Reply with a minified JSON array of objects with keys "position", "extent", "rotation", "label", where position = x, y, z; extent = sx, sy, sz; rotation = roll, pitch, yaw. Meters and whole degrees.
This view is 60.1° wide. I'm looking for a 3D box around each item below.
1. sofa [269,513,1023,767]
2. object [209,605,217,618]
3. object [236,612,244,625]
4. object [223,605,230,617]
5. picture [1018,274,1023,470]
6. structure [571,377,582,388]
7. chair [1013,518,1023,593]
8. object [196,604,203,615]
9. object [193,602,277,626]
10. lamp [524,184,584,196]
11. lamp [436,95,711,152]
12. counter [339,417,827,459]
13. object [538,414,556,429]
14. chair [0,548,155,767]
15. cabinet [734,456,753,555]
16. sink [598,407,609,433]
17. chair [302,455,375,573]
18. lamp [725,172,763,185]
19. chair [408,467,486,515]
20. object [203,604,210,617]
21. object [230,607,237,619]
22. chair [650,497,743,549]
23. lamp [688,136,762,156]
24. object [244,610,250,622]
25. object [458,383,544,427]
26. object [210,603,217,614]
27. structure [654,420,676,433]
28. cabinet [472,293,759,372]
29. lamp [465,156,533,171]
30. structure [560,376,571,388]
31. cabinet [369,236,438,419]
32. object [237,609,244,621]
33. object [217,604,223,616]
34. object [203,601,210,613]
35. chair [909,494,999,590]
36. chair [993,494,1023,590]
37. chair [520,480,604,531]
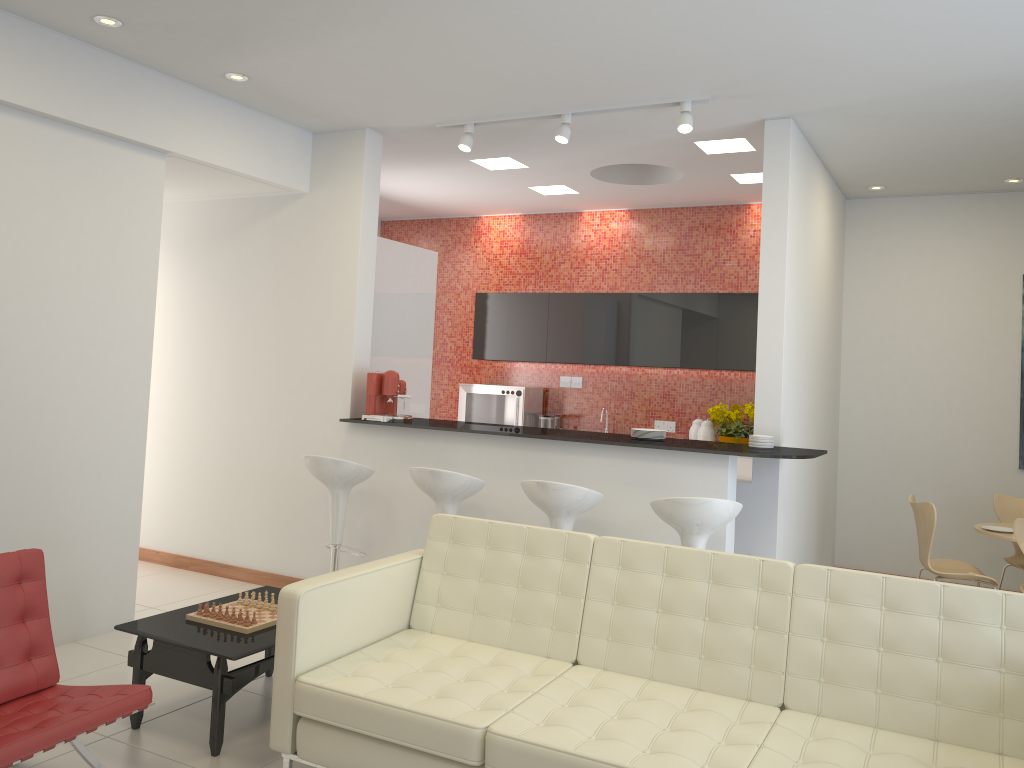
[{"position":[0.484,1.088,3.049],"extent":[2.567,0.925,0.998],"rotation":[3,-1,28],"label":"sofa"},{"position":[-1.301,0.989,3.855],"extent":[0.030,0.055,0.030],"rotation":[1,-2,35],"label":"object"},{"position":[-1.159,0.998,3.780],"extent":[0.030,0.052,0.030],"rotation":[1,-2,35],"label":"object"},{"position":[-1.247,0.994,3.871],"extent":[0.030,0.050,0.030],"rotation":[1,-2,35],"label":"object"},{"position":[4.693,-0.057,6.428],"extent":[1.740,1.511,0.020],"rotation":[2,-3,28],"label":"picture"},{"position":[0.627,-0.014,8.569],"extent":[0.114,0.105,0.008],"rotation":[2,-3,28],"label":"structure"},{"position":[3.115,1.217,4.960],"extent":[0.521,0.909,0.514],"rotation":[1,-2,35],"label":"chair"},{"position":[-1.372,0.991,3.892],"extent":[0.030,0.044,0.030],"rotation":[2,-2,35],"label":"object"},{"position":[-1.184,1.020,3.949],"extent":[0.347,0.001,0.349],"rotation":[3,1,28],"label":"object"},{"position":[0.368,-1.722,7.794],"extent":[0.409,0.034,0.407],"rotation":[3,1,28],"label":"lamp"},{"position":[0.308,-1.585,5.464],"extent":[1.823,0.200,0.112],"rotation":[3,-2,28],"label":"lamp"},{"position":[0.341,0.316,5.481],"extent":[2.967,0.019,0.734],"rotation":[3,1,28],"label":"counter"},{"position":[0.323,0.399,8.334],"extent":[0.171,0.216,0.172],"rotation":[4,-2,-44],"label":"object"},{"position":[-1.712,1.040,2.937],"extent":[0.707,0.819,0.698],"rotation":[2,-1,23],"label":"chair"},{"position":[0.525,1.024,7.153],"extent":[3.338,0.987,2.489],"rotation":[3,0,28],"label":"cabinet"},{"position":[0.825,0.486,8.157],"extent":[0.809,0.539,0.415],"rotation":[3,-1,28],"label":"sink"},{"position":[-1.092,0.944,5.495],"extent":[0.457,1.024,0.463],"rotation":[1,-3,39],"label":"chair"},{"position":[1.931,-1.636,6.967],"extent":[0.409,0.034,0.407],"rotation":[3,1,28],"label":"lamp"},{"position":[-0.390,0.983,5.124],"extent":[0.457,1.024,0.463],"rotation":[1,-3,39],"label":"chair"},{"position":[-1.336,0.988,3.874],"extent":[0.030,0.052,0.030],"rotation":[1,-2,35],"label":"object"},{"position":[-1.212,0.996,3.853],"extent":[0.030,0.050,0.030],"rotation":[1,-2,35],"label":"object"},{"position":[0.905,1.054,4.442],"extent":[0.457,1.024,0.463],"rotation":[2,-2,14],"label":"chair"},{"position":[1.467,-1.650,6.087],"extent":[0.409,0.034,0.407],"rotation":[3,1,28],"label":"lamp"},{"position":[-1.141,1.000,3.815],"extent":[0.030,0.050,0.030],"rotation":[1,-2,35],"label":"object"},{"position":[-0.121,0.249,8.632],"extent":[0.722,0.472,0.434],"rotation":[3,-1,28],"label":"object"},{"position":[-1.318,0.990,3.909],"extent":[0.030,0.050,0.030],"rotation":[1,-2,35],"label":"object"},{"position":[1.404,0.390,8.125],"extent":[0.198,0.099,0.016],"rotation":[3,-2,28],"label":"structure"},{"position":[1.135,-0.493,8.142],"extent":[3.245,0.661,0.351],"rotation":[3,-2,28],"label":"cabinet"},{"position":[-0.096,-1.736,6.914],"extent":[0.409,0.034,0.407],"rotation":[3,1,28],"label":"lamp"},{"position":[0.521,-0.020,8.622],"extent":[0.114,0.105,0.013],"rotation":[2,-3,28],"label":"structure"},{"position":[-1.630,0.148,7.043],"extent":[1.638,2.530,1.054],"rotation":[2,-2,28],"label":"cabinet"},{"position":[-1.176,0.998,3.834],"extent":[0.030,0.050,0.030],"rotation":[1,-2,35],"label":"object"},{"position":[-1.282,0.992,3.890],"extent":[0.030,0.050,0.030],"rotation":[1,-2,35],"label":"object"},{"position":[-1.353,0.988,3.928],"extent":[0.030,0.050,0.030],"rotation":[1,-2,35],"label":"object"},{"position":[2.795,1.194,5.622],"extent":[0.516,0.909,0.520],"rotation":[2,-2,12],"label":"chair"},{"position":[3.550,1.228,5.921],"extent":[0.521,0.909,0.514],"rotation":[3,-2,7],"label":"chair"},{"position":[0.256,1.018,4.782],"extent":[0.457,1.024,0.463],"rotation":[1,-3,39],"label":"chair"}]
